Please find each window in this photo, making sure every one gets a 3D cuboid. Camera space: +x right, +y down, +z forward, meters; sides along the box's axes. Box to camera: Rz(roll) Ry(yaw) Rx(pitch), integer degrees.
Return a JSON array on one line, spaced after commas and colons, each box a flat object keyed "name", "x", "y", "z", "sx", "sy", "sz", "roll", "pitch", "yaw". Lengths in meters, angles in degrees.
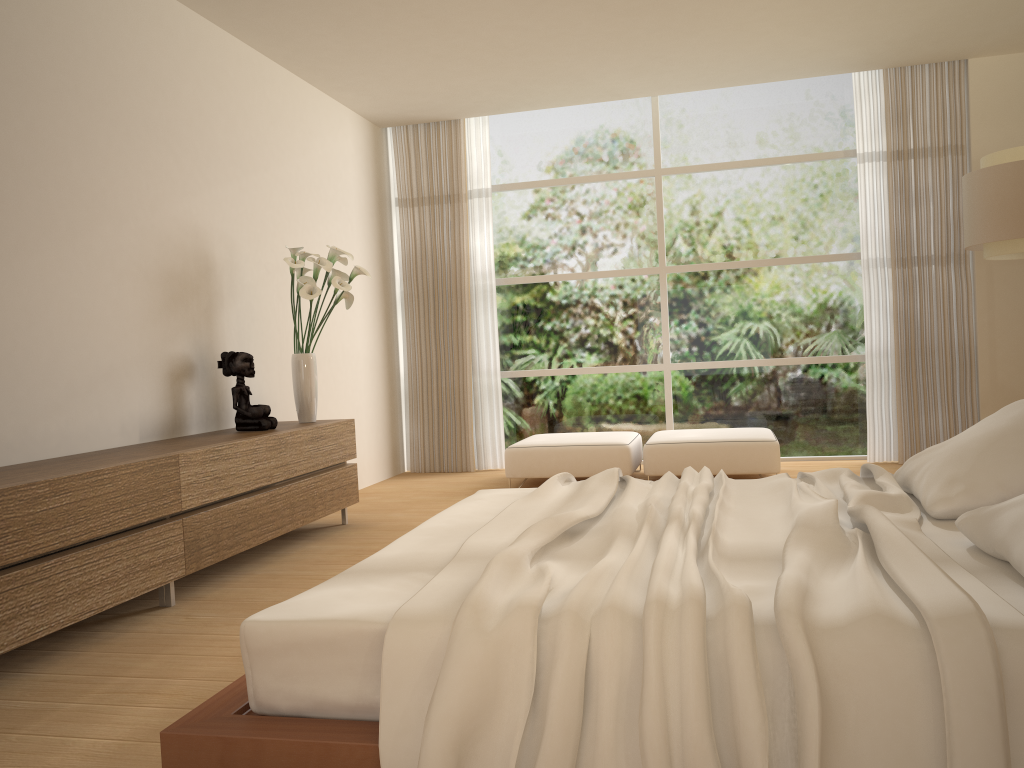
[{"name": "window", "x": 1.310, "y": -0.989, "z": 7.715, "sx": 4.781, "sy": 3.371, "sz": 0.071, "roll": -2, "pitch": 2, "yaw": 14}]

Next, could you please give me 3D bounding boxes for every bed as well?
[{"name": "bed", "x": 0.724, "y": 0.605, "z": 2.548, "sx": 2.535, "sy": 0.570, "sz": 2.599, "roll": -2, "pitch": 2, "yaw": 14}]

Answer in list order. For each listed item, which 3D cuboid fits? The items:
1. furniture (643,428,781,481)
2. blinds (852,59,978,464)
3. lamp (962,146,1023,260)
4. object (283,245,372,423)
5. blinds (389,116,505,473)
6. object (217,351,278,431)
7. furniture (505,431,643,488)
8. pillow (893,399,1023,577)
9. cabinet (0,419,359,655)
[{"name": "furniture", "x": 1.516, "y": 0.544, "z": 6.735, "sx": 0.965, "sy": 0.346, "sz": 0.964, "roll": -2, "pitch": 2, "yaw": 14}, {"name": "blinds", "x": 3.159, "y": -1.051, "z": 6.948, "sx": 0.814, "sy": 3.351, "sz": 0.202, "roll": -3, "pitch": 2, "yaw": 13}, {"name": "lamp", "x": 3.061, "y": -0.321, "z": 5.116, "sx": 0.817, "sy": 2.018, "sz": 0.817, "roll": -4, "pitch": 2, "yaw": -33}, {"name": "object", "x": -1.144, "y": -0.313, "z": 5.402, "sx": 0.515, "sy": 1.085, "sz": 0.608, "roll": -4, "pitch": 2, "yaw": -28}, {"name": "blinds", "x": -0.598, "y": -0.889, "z": 7.916, "sx": 0.950, "sy": 3.352, "sz": 0.211, "roll": -3, "pitch": 2, "yaw": 12}, {"name": "object", "x": -1.480, "y": 0.036, "z": 4.990, "sx": 0.282, "sy": 0.453, "sz": 0.181, "roll": -2, "pitch": 2, "yaw": 14}, {"name": "furniture", "x": 0.511, "y": 0.588, "z": 6.980, "sx": 0.965, "sy": 0.346, "sz": 0.964, "roll": -2, "pitch": 2, "yaw": 14}, {"name": "pillow", "x": 1.456, "y": 0.247, "z": 2.397, "sx": 0.561, "sy": 0.339, "sz": 1.720, "roll": -2, "pitch": 2, "yaw": 14}, {"name": "cabinet", "x": -1.699, "y": 0.641, "z": 3.882, "sx": 0.588, "sy": 0.662, "sz": 3.713, "roll": -2, "pitch": 2, "yaw": 14}]
